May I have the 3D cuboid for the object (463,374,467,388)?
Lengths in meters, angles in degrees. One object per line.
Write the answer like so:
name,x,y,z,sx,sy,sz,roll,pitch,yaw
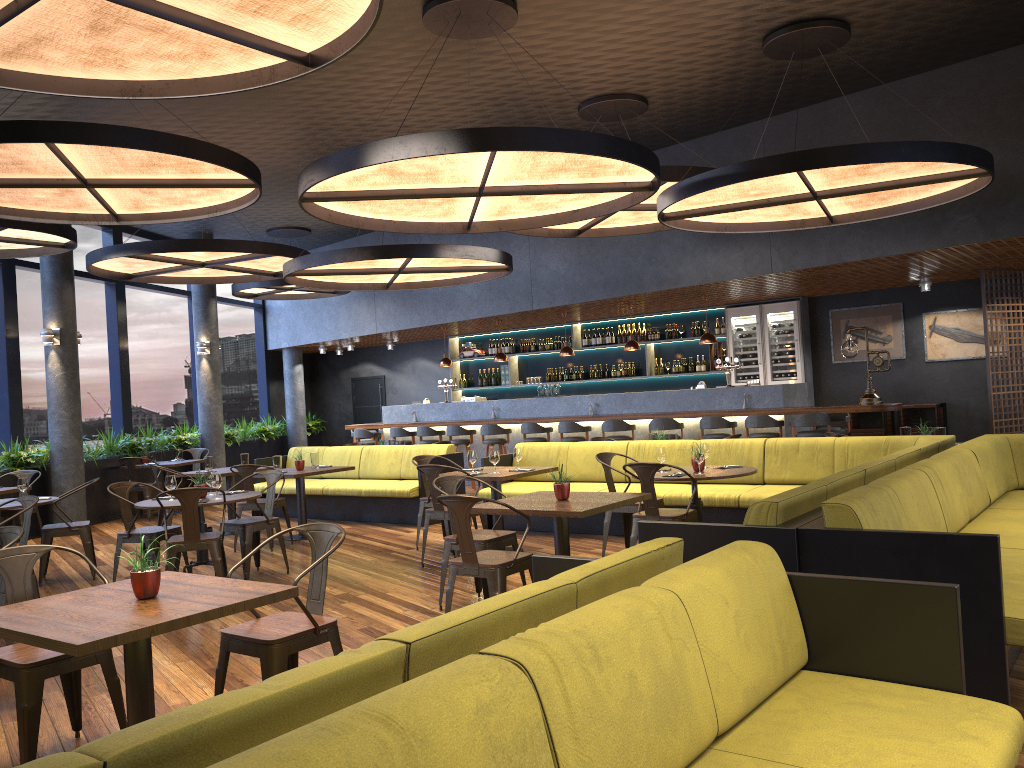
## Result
object,-0.937,-0.056,17.503,0.079,0.281,0.079,-4,-1,40

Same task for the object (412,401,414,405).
object,-1.821,0.348,16.306,0.042,0.059,0.042,-4,-1,34

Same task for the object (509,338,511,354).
object,-0.029,-0.714,16.830,0.085,0.310,0.086,-3,-1,-13

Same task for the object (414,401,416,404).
object,-1.792,0.347,16.344,0.042,0.059,0.042,-4,-1,34

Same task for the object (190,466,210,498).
object,-2.608,0.818,7.455,0.260,0.271,0.238,-3,-1,-15

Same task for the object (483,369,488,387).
object,-0.520,-0.117,17.106,0.094,0.340,0.094,-3,-1,-40

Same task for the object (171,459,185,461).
object,-5.125,1.168,13.608,0.255,0.019,0.157,-4,-1,12

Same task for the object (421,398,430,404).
object,-1.472,0.311,16.864,0.200,0.106,0.766,-4,-1,36

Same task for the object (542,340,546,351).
object,0.588,-0.708,16.359,0.068,0.217,0.068,-3,-1,-34

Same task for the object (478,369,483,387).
object,-0.607,-0.111,17.154,0.094,0.340,0.094,-3,-1,-31

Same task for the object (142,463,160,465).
object,-5.304,1.171,12.967,0.255,0.019,0.157,-4,-1,12

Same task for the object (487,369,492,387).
object,-0.437,-0.121,17.173,0.094,0.340,0.094,-3,-1,-31

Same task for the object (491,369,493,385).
object,-0.358,-0.127,17.116,0.094,0.340,0.094,-3,-1,-44

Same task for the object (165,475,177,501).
object,-2.841,0.866,7.385,0.097,0.206,0.097,-3,-1,-12

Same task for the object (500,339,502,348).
object,-0.195,-0.703,16.947,0.085,0.310,0.086,-3,-1,-26

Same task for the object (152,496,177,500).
object,-2.912,0.967,7.540,0.255,0.019,0.157,-4,-1,15

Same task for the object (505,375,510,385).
object,-0.060,-0.073,16.793,0.098,0.192,0.080,-4,-1,36

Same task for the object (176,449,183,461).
object,-5.047,1.082,13.456,0.102,0.178,0.102,-4,-1,28

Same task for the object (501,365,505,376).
object,-0.151,-0.259,16.857,0.098,0.192,0.080,-4,-1,36

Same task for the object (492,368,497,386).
object,-0.344,-0.129,16.989,0.094,0.340,0.094,-3,-1,-14

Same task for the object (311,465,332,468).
object,-2.196,0.956,10.306,0.255,0.019,0.157,-4,-1,36

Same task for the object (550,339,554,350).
object,0.727,-0.720,16.308,0.088,0.224,0.088,-4,-1,31

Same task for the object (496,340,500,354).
object,-0.272,-0.697,17.006,0.085,0.310,0.086,-3,-1,-43

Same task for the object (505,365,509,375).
object,-0.071,-0.265,16.796,0.098,0.192,0.080,-4,-1,36

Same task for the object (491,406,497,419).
object,-0.292,0.464,14.408,0.114,0.203,0.069,-3,-1,-3

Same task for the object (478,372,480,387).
object,-0.617,-0.109,17.281,0.094,0.340,0.094,-3,-1,-18

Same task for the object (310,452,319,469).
object,-2.253,0.877,10.150,0.102,0.178,0.102,-3,-1,2

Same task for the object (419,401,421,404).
object,-1.711,0.344,16.463,0.042,0.059,0.042,-4,-1,34

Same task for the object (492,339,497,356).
object,-0.331,-0.695,16.933,0.085,0.310,0.086,-3,-1,-26

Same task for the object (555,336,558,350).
object,0.804,-0.742,16.124,0.063,0.254,0.063,-3,-1,-6

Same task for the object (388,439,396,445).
object,-1.682,0.872,12.476,0.102,0.178,0.102,-3,-1,-18

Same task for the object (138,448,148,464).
object,-5.553,1.064,13.346,0.238,0.271,0.260,-4,-1,38

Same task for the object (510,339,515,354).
object,0.013,-0.700,16.688,0.083,0.301,0.083,-4,-1,44

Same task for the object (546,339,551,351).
object,0.657,-0.717,16.228,0.088,0.224,0.088,-4,-1,31

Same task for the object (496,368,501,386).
object,-0.265,-0.133,17.059,0.094,0.340,0.094,-3,-1,-31

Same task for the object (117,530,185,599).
object,-1.427,0.700,3.470,0.260,0.271,0.238,-3,-1,-15

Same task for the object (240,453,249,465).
object,-3.290,0.947,10.917,0.102,0.178,0.102,-4,-1,12

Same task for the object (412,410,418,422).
object,-1.694,0.558,15.429,0.114,0.203,0.069,-3,-1,-6

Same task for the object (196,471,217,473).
object,-3.653,1.044,10.559,0.255,0.019,0.157,-4,-1,36

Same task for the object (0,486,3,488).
object,-5.839,1.165,9.963,0.255,0.019,0.157,-4,-1,12

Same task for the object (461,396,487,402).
object,-0.781,0.511,17.182,0.355,0.569,0.550,-4,-1,36

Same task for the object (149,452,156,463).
object,-5.323,1.094,13.134,0.102,0.178,0.102,-4,-1,18

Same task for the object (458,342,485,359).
object,-0.803,-0.665,17.368,0.579,0.319,0.229,-4,-1,36

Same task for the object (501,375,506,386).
object,-0.141,-0.067,16.853,0.098,0.192,0.080,-4,-1,36

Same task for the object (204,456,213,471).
object,-3.672,0.968,10.733,0.102,0.178,0.102,-4,-1,12

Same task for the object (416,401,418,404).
object,-1.757,0.345,16.374,0.042,0.059,0.042,-4,-1,34

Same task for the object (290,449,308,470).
object,-2.400,0.838,10.047,0.238,0.271,0.260,-3,-1,-15

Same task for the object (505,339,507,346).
object,-0.104,-0.709,16.888,0.085,0.310,0.086,-3,-1,-26

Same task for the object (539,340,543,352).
object,0.526,-0.705,16.290,0.068,0.217,0.068,-4,-1,26

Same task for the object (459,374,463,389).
object,-1.012,-0.051,17.554,0.079,0.281,0.079,-3,-1,-35

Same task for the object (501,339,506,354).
object,-0.166,-0.706,16.816,0.085,0.310,0.086,-3,-1,-35

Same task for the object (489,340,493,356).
object,-0.404,-0.690,16.990,0.085,0.310,0.086,-3,-1,-20

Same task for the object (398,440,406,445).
object,-1.499,0.857,12.093,0.102,0.178,0.102,-4,-1,22

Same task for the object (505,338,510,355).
object,-0.085,-0.711,16.753,0.085,0.310,0.086,-3,-1,-20

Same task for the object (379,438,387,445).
object,-1.768,0.825,12.025,0.260,0.271,0.238,-4,-1,42
